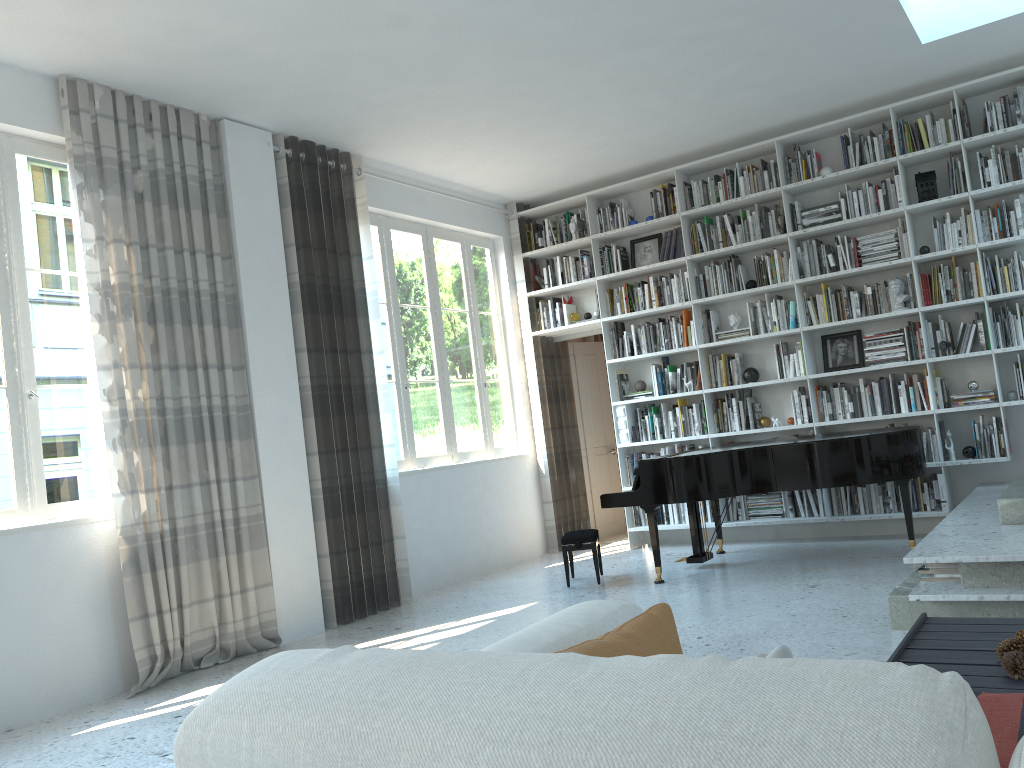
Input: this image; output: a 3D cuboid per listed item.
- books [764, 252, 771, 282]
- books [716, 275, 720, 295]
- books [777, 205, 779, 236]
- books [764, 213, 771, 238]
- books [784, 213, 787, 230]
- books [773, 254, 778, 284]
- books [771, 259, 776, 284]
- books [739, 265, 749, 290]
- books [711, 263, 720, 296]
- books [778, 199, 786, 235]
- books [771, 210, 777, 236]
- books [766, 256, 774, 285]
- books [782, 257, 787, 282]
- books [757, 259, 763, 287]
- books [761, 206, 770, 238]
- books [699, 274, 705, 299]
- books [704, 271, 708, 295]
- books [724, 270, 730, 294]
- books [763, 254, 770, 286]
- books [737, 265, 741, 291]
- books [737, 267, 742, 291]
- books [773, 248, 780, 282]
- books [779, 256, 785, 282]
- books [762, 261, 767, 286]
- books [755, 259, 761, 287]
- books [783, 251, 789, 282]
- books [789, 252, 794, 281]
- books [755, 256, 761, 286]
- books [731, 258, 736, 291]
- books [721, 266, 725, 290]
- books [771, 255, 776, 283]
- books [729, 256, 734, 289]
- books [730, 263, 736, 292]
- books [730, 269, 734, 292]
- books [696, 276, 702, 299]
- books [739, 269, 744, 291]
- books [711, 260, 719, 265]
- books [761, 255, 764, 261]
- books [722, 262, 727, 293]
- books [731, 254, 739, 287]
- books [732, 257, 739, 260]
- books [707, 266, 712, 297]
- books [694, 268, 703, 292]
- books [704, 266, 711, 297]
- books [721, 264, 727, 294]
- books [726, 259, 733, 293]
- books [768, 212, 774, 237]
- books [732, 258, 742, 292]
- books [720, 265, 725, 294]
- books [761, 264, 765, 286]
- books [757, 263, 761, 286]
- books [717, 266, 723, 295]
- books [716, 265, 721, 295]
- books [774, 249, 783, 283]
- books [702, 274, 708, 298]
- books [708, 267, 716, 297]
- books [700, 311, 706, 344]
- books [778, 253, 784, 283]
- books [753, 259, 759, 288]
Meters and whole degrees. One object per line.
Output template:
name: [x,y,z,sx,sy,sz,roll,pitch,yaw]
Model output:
books: [2.075,-0.909,7.110,0.033,0.287,0.155,-9,-4,33]
books: [1.734,-0.802,7.327,0.029,0.186,0.149,-9,-4,33]
books: [2.136,-1.278,7.038,0.055,0.263,0.166,-9,-4,33]
books: [2.066,-1.243,7.085,0.030,0.217,0.182,-9,-4,33]
books: [2.201,-1.261,7.025,0.028,0.211,0.134,-9,-4,33]
books: [2.121,-0.901,7.060,0.006,0.253,0.180,-9,-4,33]
books: [2.108,-0.888,7.091,0.011,0.236,0.130,-9,-4,33]
books: [1.899,-0.852,7.217,0.031,0.232,0.147,-9,-4,33]
books: [1.703,-0.847,7.326,0.010,0.283,0.183,-9,-4,33]
books: [2.147,-1.299,7.030,0.058,0.302,0.175,-9,-4,33]
books: [2.116,-1.260,7.075,0.025,0.237,0.153,-9,-4,33]
books: [2.078,-0.890,7.068,0.013,0.243,0.188,-9,-4,33]
books: [2.183,-0.890,7.031,0.024,0.216,0.142,-9,-4,33]
books: [2.012,-0.875,7.115,0.005,0.236,0.178,-9,-4,33]
books: [2.052,-1.276,7.118,0.022,0.290,0.146,-9,-4,33]
books: [1.619,-0.802,7.421,0.029,0.224,0.136,-9,-4,33]
books: [1.648,-0.815,7.385,0.012,0.240,0.134,-9,-4,33]
books: [1.790,-0.824,7.270,0.011,0.209,0.181,-9,-4,33]
books: [2.055,-0.901,7.111,0.005,0.275,0.157,-9,-4,33]
books: [1.879,-0.850,7.250,0.009,0.236,0.134,-9,-4,33]
books: [1.885,-0.842,7.238,0.012,0.218,0.151,-9,-4,33]
books: [2.124,-0.927,7.060,0.006,0.303,0.165,-9,-4,33]
books: [2.168,-0.895,7.041,0.011,0.229,0.165,-9,-4,33]
books: [2.042,-0.870,7.094,0.006,0.216,0.181,-9,-4,33]
books: [2.002,-0.875,7.133,0.005,0.240,0.173,-9,-4,33]
books: [2.195,-0.914,7.011,0.022,0.257,0.155,-9,-4,33]
books: [2.220,-0.909,6.969,0.064,0.237,0.208,-9,-4,33]
books: [2.004,-0.891,7.164,0.012,0.275,0.129,-9,-4,33]
books: [1.843,-0.885,7.262,0.005,0.316,0.157,-9,-4,33]
books: [1.771,-0.843,7.302,0.011,0.255,0.152,-9,-4,33]
books: [2.112,-0.899,7.074,0.017,0.253,0.139,-9,-4,33]
books: [1.828,-0.885,7.265,0.004,0.320,0.153,-9,-4,33]
books: [1.833,-0.857,7.254,0.010,0.261,0.158,-9,-4,33]
books: [1.834,-0.833,7.277,0.012,0.217,0.133,-9,-4,33]
books: [1.589,-0.790,7.412,0.015,0.207,0.186,-9,-4,33]
books: [1.891,-0.839,7.232,0.004,0.209,0.132,-9,-4,33]
books: [1.704,-0.863,7.350,0.011,0.317,0.154,-9,-4,33]
books: [2.050,-0.895,7.127,0.009,0.266,0.149,-9,-4,33]
books: [1.781,-0.857,7.283,0.011,0.279,0.169,-9,-4,33]
books: [1.844,-0.893,7.257,0.005,0.331,0.161,-9,-4,33]
books: [1.849,-0.881,7.253,0.005,0.305,0.162,-9,-4,33]
books: [1.670,-0.838,7.356,0.012,0.276,0.157,-9,-4,33]
books: [1.582,-0.827,7.435,0.012,0.285,0.159,-9,-4,33]
books: [1.657,-0.837,7.370,0.026,0.279,0.151,-9,-4,33]
books: [1.770,-0.847,7.283,0.009,0.261,0.180,-9,-4,33]
books: [1.806,-0.868,7.264,0.011,0.291,0.176,-9,-4,33]
books: [2.089,-1.249,7.074,0.022,0.222,0.161,-9,-4,33]
books: [1.849,-0.873,7.228,0.011,0.287,0.189,-9,-4,33]
books: [1.763,-0.845,7.308,0.010,0.261,0.169,-9,-4,33]
books: [2.041,-0.860,7.123,0.011,0.200,0.162,-9,-4,33]
books: [2.020,-0.865,7.142,0.013,0.216,0.149,-9,-4,33]
books: [1.741,-0.838,7.294,0.012,0.251,0.184,-9,-4,33]
books: [1.731,-0.842,7.299,0.009,0.263,0.189,-9,-4,33]
books: [2.137,-0.918,7.048,0.022,0.284,0.190,-9,-4,33]
books: [1.641,-0.802,7.405,0.024,0.219,0.140,-9,-4,33]
books: [1.686,-0.833,7.347,0.024,0.262,0.177,-9,-4,33]
books: [1.626,-0.462,7.416,0.012,0.285,0.159,-9,-4,33]
books: [2.156,-0.907,7.044,0.010,0.257,0.140,-9,-4,33]
books: [1.994,-0.879,7.162,0.005,0.254,0.161,-9,-4,33]
